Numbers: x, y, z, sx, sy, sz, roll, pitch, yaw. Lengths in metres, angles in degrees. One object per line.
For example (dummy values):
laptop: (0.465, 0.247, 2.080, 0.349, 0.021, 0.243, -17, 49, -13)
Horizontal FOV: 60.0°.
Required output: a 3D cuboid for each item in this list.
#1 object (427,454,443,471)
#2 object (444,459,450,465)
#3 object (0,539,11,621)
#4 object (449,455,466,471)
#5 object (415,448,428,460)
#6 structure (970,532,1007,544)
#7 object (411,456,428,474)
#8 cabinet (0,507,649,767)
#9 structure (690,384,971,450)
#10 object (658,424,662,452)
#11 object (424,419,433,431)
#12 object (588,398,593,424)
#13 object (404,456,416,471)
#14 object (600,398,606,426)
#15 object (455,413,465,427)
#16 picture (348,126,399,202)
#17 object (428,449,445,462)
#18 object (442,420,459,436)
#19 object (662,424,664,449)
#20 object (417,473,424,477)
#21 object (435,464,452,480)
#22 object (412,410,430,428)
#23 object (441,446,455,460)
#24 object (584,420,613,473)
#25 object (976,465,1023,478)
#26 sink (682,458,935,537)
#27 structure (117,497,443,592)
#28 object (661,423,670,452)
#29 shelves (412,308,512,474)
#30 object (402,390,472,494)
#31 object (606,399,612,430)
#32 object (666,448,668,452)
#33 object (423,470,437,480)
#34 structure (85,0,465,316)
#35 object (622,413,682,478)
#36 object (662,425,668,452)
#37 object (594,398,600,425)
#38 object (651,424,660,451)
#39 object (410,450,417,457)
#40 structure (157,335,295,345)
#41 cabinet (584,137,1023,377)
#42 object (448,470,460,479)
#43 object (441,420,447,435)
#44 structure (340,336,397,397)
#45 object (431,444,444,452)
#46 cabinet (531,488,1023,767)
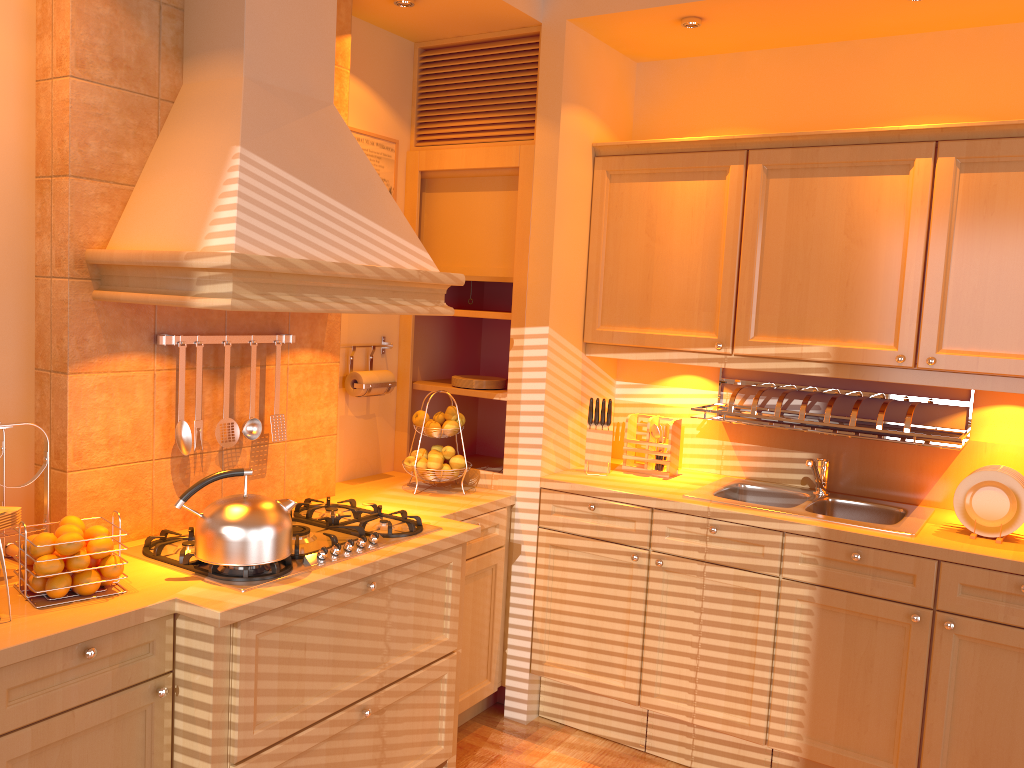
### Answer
object: (-0.280, 0.287, 3.240, 0.056, 0.063, 0.065, 4, 5, 8)
object: (-0.239, 0.280, 3.365, 0.057, 0.059, 0.058, 3, 5, -4)
object: (-1.110, 0.352, 1.839, 0.101, 0.288, 0.088, 6, 6, 32)
object: (-0.200, 0.292, 3.291, 0.063, 0.060, 0.064, -2, 7, -42)
object: (-0.337, 0.269, 3.325, 0.055, 0.058, 0.056, 1, 6, -22)
structure: (1.490, 0.464, 2.762, 0.084, 0.010, 0.219, 7, 7, 35)
object: (-0.339, 0.298, 3.272, 0.063, 0.063, 0.063, 8, 7, 43)
cabinet: (-0.474, 0.910, 2.708, 1.141, 0.840, 2.850, 6, 6, 32)
structure: (1.121, 0.098, 3.161, 0.900, 0.126, 0.300, 6, 6, 32)
object: (0.575, 0.255, 3.446, 0.020, 0.196, 0.017, 0, 6, -32)
object: (-0.312, 0.160, 3.363, 0.057, 0.056, 0.051, 2, 5, -8)
object: (0.301, 0.184, 3.428, 0.019, 0.265, 0.037, 3, 5, -4)
object: (-0.377, 0.298, 3.326, 0.056, 0.057, 0.053, 4, 5, 9)
object: (0.347, 0.187, 3.425, 0.019, 0.265, 0.038, 5, 6, 15)
object: (-0.206, 0.137, 3.359, 0.058, 0.060, 0.057, -1, 7, -36)
picture: (-0.558, -0.706, 3.358, 0.007, 0.491, 0.366, 6, 6, 32)
object: (-0.282, 0.274, 3.295, 0.063, 0.061, 0.063, 4, 5, 6)
object: (-0.229, 0.163, 3.312, 0.064, 0.063, 0.063, -2, 7, -41)
object: (0.582, 0.253, 3.467, 0.018, 0.196, 0.023, 7, 7, 36)
object: (-0.340, 0.330, 3.348, 0.046, 0.043, 0.047, 2, 5, -8)
object: (-0.254, 0.324, 3.277, 0.064, 0.062, 0.064, 5, 6, 19)
object: (-0.341, 0.131, 3.324, 0.063, 0.064, 0.061, 8, 7, 41)
object: (-0.236, 0.256, 3.299, 0.050, 0.052, 0.049, 7, 7, 39)
object: (0.337, 0.242, 3.444, 0.100, 0.200, 0.070, 4, 5, 6)
object: (1.544, 0.359, 2.826, 0.205, 0.200, 0.049, 7, 6, 34)
sink: (1.022, 0.422, 3.062, 0.746, 0.336, 0.465, 6, 6, 32)
structure: (-0.635, 0.430, 2.574, 0.494, 0.051, 0.797, 6, 6, 32)
object: (0.594, 0.249, 3.481, 0.042, 0.192, 0.040, 2, 5, -8)
shelves: (-0.055, 0.047, 3.735, 0.600, 0.702, 0.582, 6, 6, 32)
object: (-0.277, 0.211, 3.342, 0.265, 0.376, 0.265, 2, 5, -9)
object: (0.370, 0.188, 3.422, 0.019, 0.265, 0.037, 5, 6, 15)
object: (0.603, 0.265, 3.455, 0.044, 0.178, 0.019, 4, 5, 9)
object: (-0.305, 0.332, 3.308, 0.052, 0.056, 0.057, 3, 5, -5)
structure: (0.982, -0.591, 2.322, 4.091, 1.148, 1.061, 4, 5, 6)
object: (0.551, 0.239, 3.496, 0.200, 0.221, 0.103, 6, 6, 32)
object: (0.587, 0.255, 3.445, 0.022, 0.196, 0.018, 7, 7, 36)
object: (0.323, 0.185, 3.427, 0.019, 0.265, 0.038, 5, 6, 15)
object: (0.559, 0.251, 3.446, 0.042, 0.192, 0.040, 2, 5, -7)
object: (-0.368, 0.278, 3.417, 0.046, 0.047, 0.044, -1, 7, -37)
structure: (-0.843, -0.134, 2.667, 0.009, 0.024, 0.506, 6, 6, 32)
cabinet: (1.141, -0.440, 3.097, 1.792, 0.712, 0.332, 6, 6, 32)
object: (-0.229, 0.329, 3.339, 0.063, 0.061, 0.064, 4, 5, 10)
object: (-0.252, 0.163, 3.371, 0.058, 0.059, 0.058, 0, 6, -26)
structure: (-0.545, -0.066, 3.380, 0.126, 0.220, 0.320, 6, 6, 32)
object: (-0.280, 0.250, 3.346, 0.051, 0.048, 0.050, 1, 6, -24)
cabinet: (1.518, 0.581, 2.746, 3.000, 1.700, 0.625, 6, 6, 32)
